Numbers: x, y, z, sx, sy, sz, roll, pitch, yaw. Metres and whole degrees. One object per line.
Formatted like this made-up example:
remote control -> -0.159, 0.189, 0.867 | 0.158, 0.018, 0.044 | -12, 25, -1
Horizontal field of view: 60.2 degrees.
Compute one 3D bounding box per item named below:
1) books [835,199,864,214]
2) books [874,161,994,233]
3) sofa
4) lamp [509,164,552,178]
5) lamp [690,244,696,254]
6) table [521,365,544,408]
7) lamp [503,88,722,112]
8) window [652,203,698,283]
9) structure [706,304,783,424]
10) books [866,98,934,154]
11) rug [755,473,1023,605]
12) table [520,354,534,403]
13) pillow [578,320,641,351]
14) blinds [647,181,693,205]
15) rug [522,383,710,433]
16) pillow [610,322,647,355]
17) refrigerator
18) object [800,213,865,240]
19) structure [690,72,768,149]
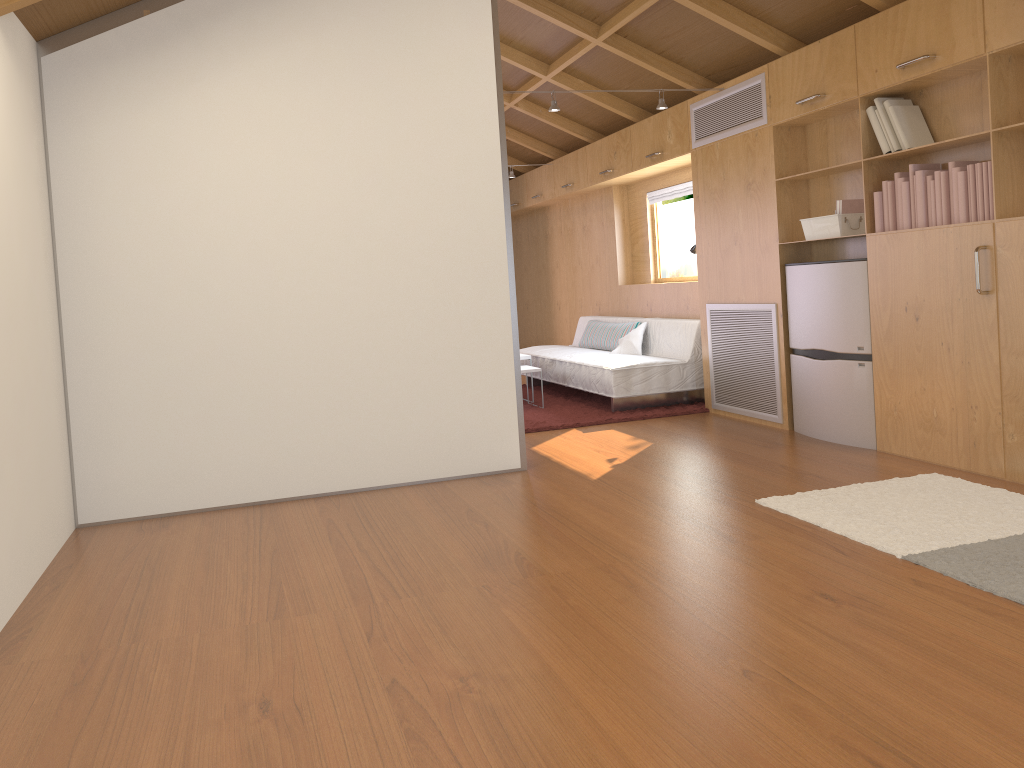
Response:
books -> 1.816, -0.897, 4.763 | 0.150, 0.192, 0.088 | -5, 3, -17
books -> 2.352, -0.962, 2.986 | 0.189, 0.655, 3.118 | -4, 6, -17
sofa -> 0.745, -0.215, 7.356 | 0.864, 0.626, 2.361 | -5, 6, -17
lamp -> -1.419, -1.932, 8.160 | 3.835, 0.152, 0.073 | -6, 3, -17
lamp -> 1.378, -0.437, 6.329 | 0.183, 1.194, 0.254 | -5, 3, -41
table -> 0.015, 0.036, 6.812 | 0.342, 0.307, 0.370 | -5, 5, -17
lamp -> -0.475, -1.654, 5.111 | 3.835, 0.152, 0.073 | -6, 3, -17
window -> 1.470, -1.209, 6.993 | 0.035, 0.787, 1.501 | -4, 5, -17
structure -> 1.477, -0.156, 5.677 | 0.013, 0.719, 0.821 | -4, 4, -17
books -> 1.916, -1.281, 4.372 | 0.176, 0.295, 0.280 | -5, 4, -17
rug -> 1.998, 0.611, 2.035 | 0.918, 0.011, 3.733 | -6, 7, -17
table -> -0.105, -0.036, 7.194 | 0.425, 0.382, 0.460 | -5, 5, -17
pillow -> 0.824, -0.418, 7.670 | 0.171, 0.250, 1.045 | -5, 6, -17
blinds -> 1.399, -1.543, 6.967 | 0.048, 0.110, 1.502 | -4, 6, -17
rug -> 0.364, 0.148, 7.128 | 1.888, 0.020, 2.488 | -6, 7, -17
pillow -> 0.935, -0.359, 7.051 | 0.345, 0.251, 0.268 | 0, 6, 37
refrigerator -> 1.812, -0.190, 4.889 | 0.262, 0.984, 0.715 | -4, 3, -17
object -> 1.779, -0.865, 4.882 | 0.203, 0.122, 0.351 | -5, 6, -17
structure -> 1.369, -1.729, 5.650 | 0.013, 0.299, 0.905 | -4, 6, -17
